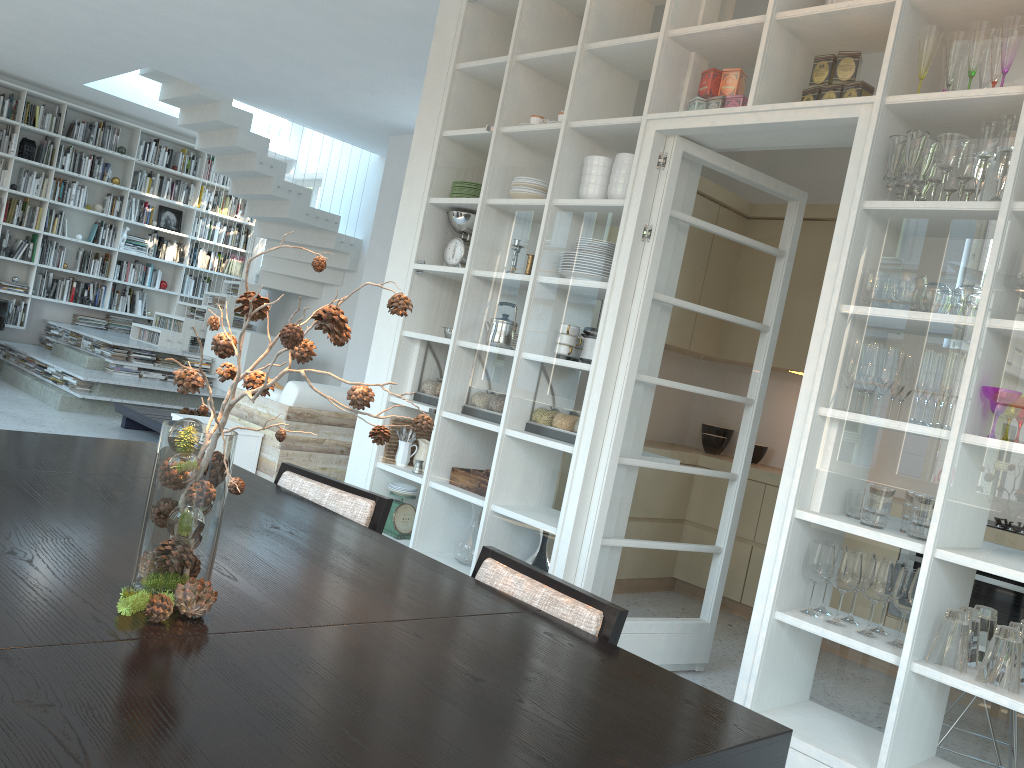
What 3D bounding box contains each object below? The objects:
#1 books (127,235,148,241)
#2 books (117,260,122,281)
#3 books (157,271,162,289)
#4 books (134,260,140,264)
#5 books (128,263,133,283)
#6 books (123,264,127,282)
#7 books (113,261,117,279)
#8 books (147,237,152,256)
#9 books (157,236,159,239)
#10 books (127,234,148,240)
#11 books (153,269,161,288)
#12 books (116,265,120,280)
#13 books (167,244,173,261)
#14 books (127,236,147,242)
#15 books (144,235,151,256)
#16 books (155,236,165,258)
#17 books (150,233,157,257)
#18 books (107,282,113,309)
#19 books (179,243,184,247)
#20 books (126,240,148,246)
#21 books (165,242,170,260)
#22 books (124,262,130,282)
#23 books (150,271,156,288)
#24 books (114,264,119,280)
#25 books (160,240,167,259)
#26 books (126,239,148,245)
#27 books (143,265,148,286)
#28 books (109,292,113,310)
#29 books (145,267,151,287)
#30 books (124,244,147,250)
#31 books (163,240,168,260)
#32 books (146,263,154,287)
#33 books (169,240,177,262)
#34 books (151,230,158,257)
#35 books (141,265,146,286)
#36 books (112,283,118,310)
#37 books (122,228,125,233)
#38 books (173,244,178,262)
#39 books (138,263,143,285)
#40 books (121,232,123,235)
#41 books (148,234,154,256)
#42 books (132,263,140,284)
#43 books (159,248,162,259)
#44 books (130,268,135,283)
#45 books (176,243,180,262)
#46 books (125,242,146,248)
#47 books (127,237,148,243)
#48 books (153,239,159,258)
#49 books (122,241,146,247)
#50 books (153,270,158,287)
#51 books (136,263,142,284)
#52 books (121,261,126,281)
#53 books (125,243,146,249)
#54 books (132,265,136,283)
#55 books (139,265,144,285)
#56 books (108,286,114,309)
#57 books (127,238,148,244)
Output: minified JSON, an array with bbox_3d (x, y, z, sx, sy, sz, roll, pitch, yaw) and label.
[{"bbox_3d":[-4.656,-1.801,10.935,0.159,0.012,0.285,13,1,44],"label":"books"},{"bbox_3d":[-4.816,-1.390,10.857,0.047,0.244,0.177,10,2,-44],"label":"books"},{"bbox_3d":[-4.483,-1.318,11.201,0.027,0.223,0.170,10,2,-44],"label":"books"},{"bbox_3d":[-4.672,-1.392,11.001,0.013,0.299,0.147,10,2,-44],"label":"books"},{"bbox_3d":[-4.742,-1.374,10.943,0.026,0.239,0.177,10,2,-44],"label":"books"},{"bbox_3d":[-4.780,-1.373,10.893,0.011,0.223,0.162,10,2,-44],"label":"books"},{"bbox_3d":[-4.873,-1.406,10.822,0.012,0.254,0.160,10,2,-44],"label":"books"},{"bbox_3d":[-4.557,-1.718,11.065,0.023,0.247,0.137,10,2,-44],"label":"books"},{"bbox_3d":[-4.484,-1.721,11.120,0.014,0.280,0.131,10,2,-44],"label":"books"},{"bbox_3d":[-4.653,-1.813,10.934,0.285,0.012,0.159,11,1,-42],"label":"books"},{"bbox_3d":[-4.499,-1.327,11.182,0.025,0.235,0.181,10,2,-44],"label":"books"},{"bbox_3d":[-4.843,-1.365,10.842,0.022,0.184,0.162,10,2,-44],"label":"books"},{"bbox_3d":[-4.366,-1.665,11.248,0.025,0.213,0.155,10,2,-44],"label":"books"},{"bbox_3d":[-4.658,-1.789,10.935,0.254,0.012,0.160,11,1,-42],"label":"books"},{"bbox_3d":[-4.557,-1.721,11.040,0.012,0.254,0.160,10,2,-44],"label":"books"},{"bbox_3d":[-4.450,-1.715,11.136,0.059,0.282,0.167,10,2,-44],"label":"books"},{"bbox_3d":[-4.502,-1.734,11.066,0.011,0.300,0.184,10,2,-44],"label":"books"},{"bbox_3d":[-4.932,-1.087,10.831,0.014,0.337,0.131,10,2,-44],"label":"books"},{"bbox_3d":[-4.250,-1.680,11.367,0.029,0.284,0.138,10,2,-44],"label":"books"},{"bbox_3d":[-4.666,-1.742,10.935,0.159,0.012,0.285,13,1,43],"label":"books"},{"bbox_3d":[-4.388,-1.680,11.234,0.028,0.235,0.129,10,2,-44],"label":"books"},{"bbox_3d":[-4.756,-1.380,10.907,0.045,0.246,0.185,10,2,-44],"label":"books"},{"bbox_3d":[-4.543,-1.317,11.133,0.030,0.201,0.189,10,2,-44],"label":"books"},{"bbox_3d":[-4.860,-1.369,10.828,0.023,0.186,0.159,10,2,-44],"label":"books"},{"bbox_3d":[-4.418,-1.689,11.180,0.031,0.242,0.146,10,2,-44],"label":"books"},{"bbox_3d":[-4.665,-1.754,10.936,0.285,0.012,0.159,11,1,-42],"label":"books"},{"bbox_3d":[-4.606,-1.357,11.088,0.012,0.254,0.160,10,2,-44],"label":"books"},{"bbox_3d":[-4.928,-1.024,10.870,0.033,0.213,0.139,10,2,-44],"label":"books"},{"bbox_3d":[-4.578,-1.346,11.083,0.023,0.244,0.189,10,2,-44],"label":"books"},{"bbox_3d":[-4.679,-1.695,10.937,0.159,0.012,0.285,13,1,44],"label":"books"},{"bbox_3d":[-4.408,-1.692,11.214,0.031,0.250,0.133,10,2,-44],"label":"books"},{"bbox_3d":[-4.558,-1.366,11.102,0.026,0.290,0.181,10,2,-44],"label":"books"},{"bbox_3d":[-4.328,-1.687,11.247,0.021,0.271,0.191,10,2,-44],"label":"books"},{"bbox_3d":[-4.490,-1.751,11.072,0.010,0.339,0.179,10,2,-44],"label":"books"},{"bbox_3d":[-4.616,-1.355,11.043,0.014,0.249,0.177,10,2,-44],"label":"books"},{"bbox_3d":[-4.900,-1.076,10.884,0.013,0.327,0.130,10,2,-44],"label":"books"},{"bbox_3d":[-4.789,-1.771,10.824,0.028,0.267,0.137,10,2,-44],"label":"books"},{"bbox_3d":[-4.311,-1.667,11.271,0.041,0.239,0.176,10,2,-44],"label":"books"},{"bbox_3d":[-4.653,-1.374,11.028,0.011,0.272,0.151,10,2,-44],"label":"books"},{"bbox_3d":[-4.792,-1.747,10.784,0.027,0.221,0.184,10,2,-44],"label":"books"},{"bbox_3d":[-4.530,-1.732,11.077,0.012,0.285,0.159,10,2,-44],"label":"books"},{"bbox_3d":[-4.676,-1.369,10.972,0.028,0.255,0.191,10,2,-44],"label":"books"},{"bbox_3d":[-4.444,-1.713,11.180,0.010,0.278,0.128,10,2,-44],"label":"books"},{"bbox_3d":[-4.721,-1.341,10.954,0.028,0.182,0.186,10,2,-44],"label":"books"},{"bbox_3d":[-4.296,-1.673,11.303,0.024,0.255,0.144,10,2,-44],"label":"books"},{"bbox_3d":[-4.677,-1.719,10.939,0.254,0.012,0.160,11,2,-44],"label":"books"},{"bbox_3d":[-4.661,-1.777,10.936,0.285,0.012,0.159,11,1,-42],"label":"books"},{"bbox_3d":[-4.492,-1.700,11.093,0.030,0.236,0.179,10,2,-44],"label":"books"},{"bbox_3d":[-4.666,-1.729,10.932,0.254,0.012,0.160,11,1,-39],"label":"books"},{"bbox_3d":[-4.528,-1.324,11.167,0.037,0.219,0.139,10,2,-44],"label":"books"},{"bbox_3d":[-4.656,-1.369,10.997,0.012,0.262,0.186,10,2,-44],"label":"books"},{"bbox_3d":[-4.798,-1.389,10.890,0.024,0.247,0.143,10,2,-44],"label":"books"},{"bbox_3d":[-4.672,-1.705,10.932,0.160,0.012,0.254,12,1,41],"label":"books"},{"bbox_3d":[-4.709,-1.363,10.974,0.012,0.229,0.179,10,2,-44],"label":"books"},{"bbox_3d":[-4.644,-1.360,11.044,0.026,0.246,0.165,10,2,-44],"label":"books"},{"bbox_3d":[-4.929,-1.061,10.844,0.015,0.287,0.138,10,2,-44],"label":"books"},{"bbox_3d":[-4.658,-1.764,10.931,0.159,0.012,0.285,12,1,41],"label":"books"}]
